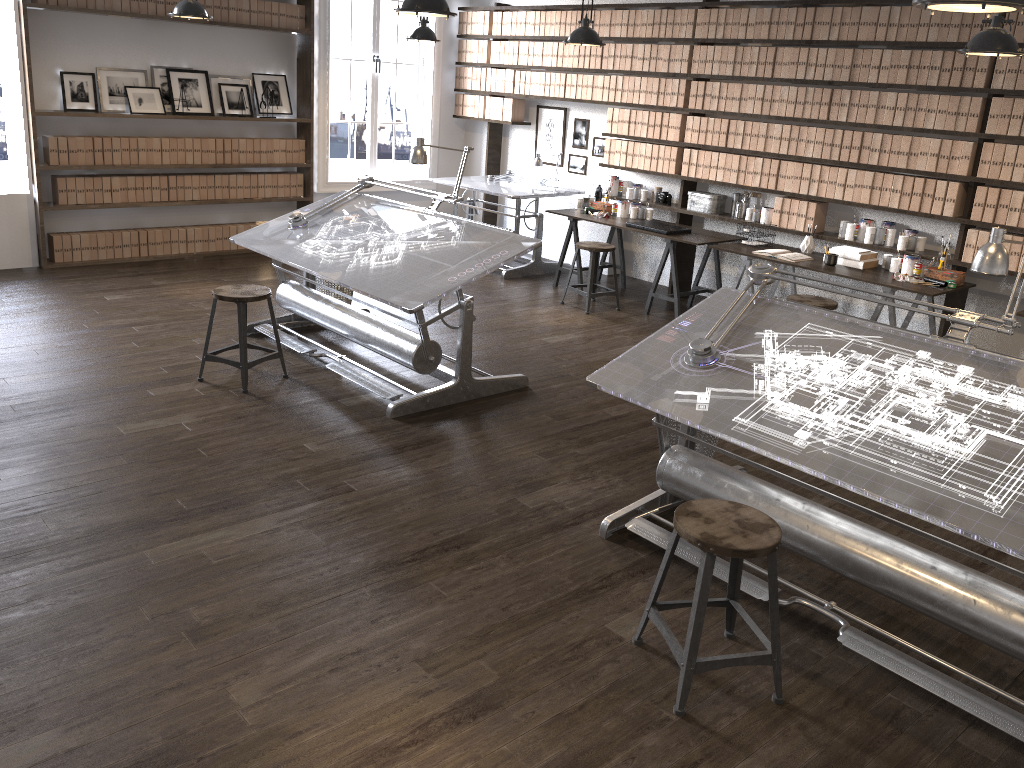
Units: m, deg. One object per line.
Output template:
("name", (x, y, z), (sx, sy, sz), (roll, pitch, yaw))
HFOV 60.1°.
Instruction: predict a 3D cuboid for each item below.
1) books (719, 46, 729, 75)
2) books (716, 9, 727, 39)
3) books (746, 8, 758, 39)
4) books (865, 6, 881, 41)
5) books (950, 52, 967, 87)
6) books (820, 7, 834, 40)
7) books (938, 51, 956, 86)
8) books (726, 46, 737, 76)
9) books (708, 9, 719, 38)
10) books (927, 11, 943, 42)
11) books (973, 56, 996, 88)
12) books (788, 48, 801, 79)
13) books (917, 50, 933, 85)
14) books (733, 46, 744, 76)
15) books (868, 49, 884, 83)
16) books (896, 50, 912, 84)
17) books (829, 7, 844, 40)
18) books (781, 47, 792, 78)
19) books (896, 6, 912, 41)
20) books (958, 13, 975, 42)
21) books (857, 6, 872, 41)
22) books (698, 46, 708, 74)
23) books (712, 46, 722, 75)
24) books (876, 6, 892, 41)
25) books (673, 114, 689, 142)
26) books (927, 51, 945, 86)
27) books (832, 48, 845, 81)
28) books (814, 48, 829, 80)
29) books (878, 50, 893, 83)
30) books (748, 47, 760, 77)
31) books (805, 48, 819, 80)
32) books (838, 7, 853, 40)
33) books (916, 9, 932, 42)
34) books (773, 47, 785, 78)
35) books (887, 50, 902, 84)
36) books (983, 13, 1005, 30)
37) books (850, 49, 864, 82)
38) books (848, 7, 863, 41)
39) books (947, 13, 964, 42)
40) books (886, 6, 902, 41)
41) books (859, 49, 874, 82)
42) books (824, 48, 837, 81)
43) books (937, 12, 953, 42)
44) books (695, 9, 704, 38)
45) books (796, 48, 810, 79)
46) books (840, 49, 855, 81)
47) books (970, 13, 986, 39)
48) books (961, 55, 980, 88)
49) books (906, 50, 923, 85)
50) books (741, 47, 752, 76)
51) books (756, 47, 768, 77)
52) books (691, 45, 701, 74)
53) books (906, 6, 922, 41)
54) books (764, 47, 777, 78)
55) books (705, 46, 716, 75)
("books", (1.732, -2.558, 7.029), (0.175, 0.222, 0.067), (-11, 23, -41))
("books", (1.703, -2.839, 7.001), (0.175, 0.222, 0.067), (-11, 23, -41))
("books", (1.890, -2.758, 6.801), (0.175, 0.222, 0.067), (-11, 22, -41))
("books", (2.530, -2.476, 6.108), (0.175, 0.222, 0.067), (-11, 23, -41))
("books", (2.926, -2.034, 5.742), (0.175, 0.222, 0.067), (-11, 22, -41))
("books", (2.299, -2.577, 6.356), (0.175, 0.222, 0.067), (-11, 23, -41))
("books", (2.881, -2.057, 5.799), (0.175, 0.222, 0.067), (-11, 23, -41))
("books", (1.773, -2.538, 6.979), (0.175, 0.222, 0.067), (-11, 22, -41))
("books", (1.653, -2.860, 7.050), (0.175, 0.222, 0.067), (-11, 23, -41))
("books", (2.815, -2.354, 5.808), (0.175, 0.222, 0.067), (-11, 23, -41))
("books", (3.027, -1.991, 5.638), (0.175, 0.222, 0.067), (-11, 22, -41))
("books", (2.141, -2.377, 6.583), (0.175, 0.222, 0.067), (-11, 22, -41))
("books", (2.787, -2.097, 5.899), (0.175, 0.222, 0.067), (-11, 22, -41))
("books", (1.822, -2.519, 6.935), (0.175, 0.222, 0.067), (-11, 23, -41))
("books", (2.559, -2.195, 6.137), (0.175, 0.222, 0.067), (-11, 23, -41))
("books", (2.691, -2.136, 5.993), (0.175, 0.222, 0.067), (-11, 23, -41))
("books", (2.350, -2.557, 6.307), (0.175, 0.222, 0.067), (-11, 23, -41))
("books", (2.102, -2.396, 6.631), (0.175, 0.222, 0.067), (-11, 23, -41))
("books", (2.677, -2.416, 5.961), (0.175, 0.222, 0.067), (-11, 23, -41))
("books", (2.947, -2.297, 5.671), (0.175, 0.222, 0.067), (-11, 23, -41))
("books", (2.492, -2.495, 6.156), (0.175, 0.222, 0.067), (-11, 22, -41))
("books", (1.597, -2.617, 7.175), (0.175, 0.222, 0.067), (-11, 23, -41))
("books", (1.690, -2.576, 7.073), (0.175, 0.222, 0.067), (-11, 23, -41))
("books", (2.578, -2.455, 6.057), (0.175, 0.222, 0.067), (-11, 22, -41))
("books", (1.445, -2.150, 7.442), (0.175, 0.222, 0.067), (-11, 23, -41))
("books", (2.830, -2.076, 5.846), (0.175, 0.222, 0.067), (-11, 23, -41))
("books", (2.379, -2.275, 6.335), (0.175, 0.222, 0.067), (-11, 23, -41))
("books", (2.287, -2.314, 6.429), (0.175, 0.222, 0.067), (-11, 22, -41))
("books", (2.608, -2.174, 6.087), (0.175, 0.222, 0.067), (-11, 22, -41))
("books", (1.912, -2.478, 6.832), (0.175, 0.222, 0.067), (-11, 22, -41))
("books", (2.239, -2.335, 6.483), (0.175, 0.222, 0.067), (-11, 23, -41))
("books", (2.399, -2.537, 6.260), (0.175, 0.222, 0.067), (-11, 22, -41))
("books", (2.765, -2.374, 5.858), (0.175, 0.222, 0.067), (-11, 22, -41))
("books", (2.061, -2.415, 6.679), (0.175, 0.222, 0.067), (-11, 22, -41))
("books", (2.650, -2.156, 6.044), (0.175, 0.222, 0.067), (-11, 22, -41))
("books", (3.037, -2.256, 5.567), (0.175, 0.222, 0.067), (-11, 22, -41))
("books", (2.470, -2.236, 6.240), (0.175, 0.222, 0.067), (-11, 22, -41))
("books", (2.443, -2.517, 6.210), (0.175, 0.222, 0.067), (-11, 22, -41))
("books", (2.898, -2.316, 5.715), (0.175, 0.222, 0.067), (-11, 22, -41))
("books", (2.628, -2.435, 6.008), (0.175, 0.222, 0.067), (-11, 22, -41))
("books", (2.515, -2.216, 6.190), (0.175, 0.222, 0.067), (-11, 22, -41))
("books", (2.336, -2.293, 6.379), (0.175, 0.222, 0.067), (-11, 23, -41))
("books", (2.857, -2.336, 5.765), (0.175, 0.222, 0.067), (-11, 23, -41))
("books", (1.567, -2.900, 7.149), (0.175, 0.222, 0.067), (-11, 23, -41))
("books", (2.189, -2.356, 6.532), (0.175, 0.222, 0.067), (-11, 23, -41))
("books", (2.419, -2.255, 6.285), (0.175, 0.222, 0.067), (-11, 22, -41))
("books", (2.994, -2.277, 5.620), (0.175, 0.222, 0.067), (-11, 23, -41))
("books", (2.979, -2.014, 5.694), (0.175, 0.222, 0.067), (-11, 23, -41))
("books", (2.740, -2.118, 5.949), (0.175, 0.222, 0.067), (-11, 22, -41))
("books", (1.869, -2.499, 6.885), (0.175, 0.222, 0.067), (-11, 23, -41))
("books", (1.963, -2.458, 6.785), (0.175, 0.222, 0.067), (-11, 22, -41))
("books", (1.552, -2.638, 7.226), (0.175, 0.222, 0.067), (-11, 23, -41))
("books", (2.722, -2.395, 5.911), (0.175, 0.222, 0.067), (-11, 23, -41))
("books", (2.008, -2.435, 6.728), (0.175, 0.222, 0.067), (-11, 23, -41))
("books", (1.640, -2.596, 7.123), (0.175, 0.222, 0.067), (-11, 22, -41))
